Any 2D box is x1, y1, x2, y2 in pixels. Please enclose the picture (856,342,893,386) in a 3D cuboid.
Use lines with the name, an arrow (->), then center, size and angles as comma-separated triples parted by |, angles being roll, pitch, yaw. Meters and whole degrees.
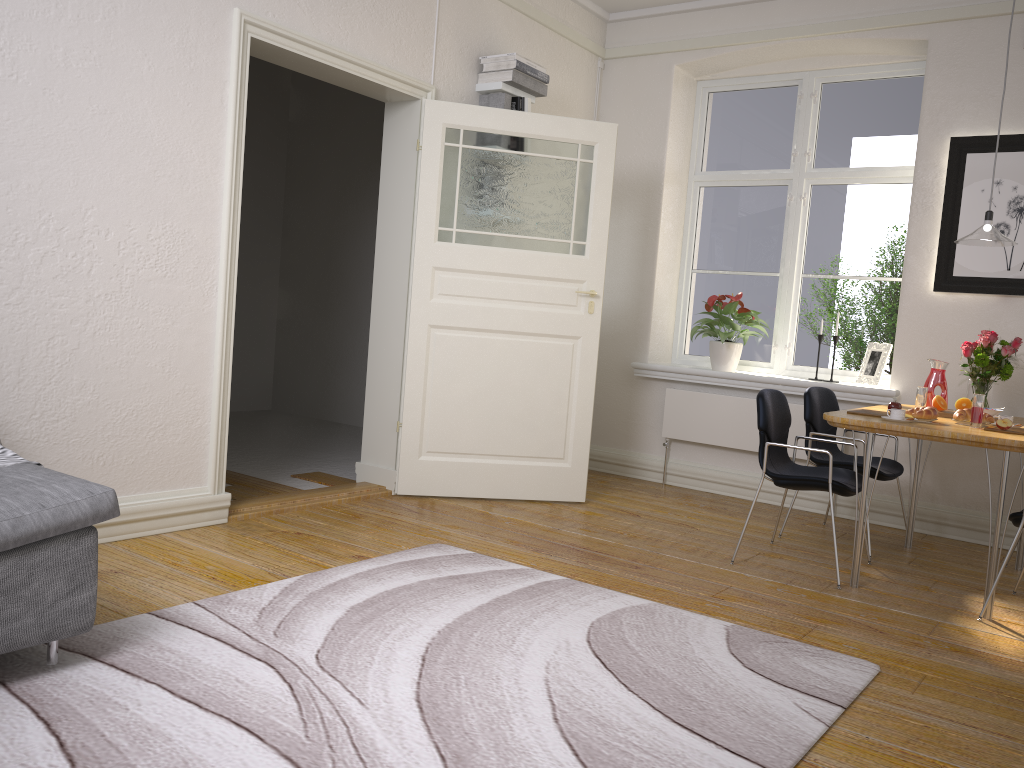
picture -> 2.247, -0.123, 5.468 | 0.115, 0.270, 0.213 | 3, 4, -17

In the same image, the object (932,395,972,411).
object -> 2.113, 0.097, 4.258 | 0.195, 0.074, 0.071 | 4, 4, -6

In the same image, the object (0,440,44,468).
object -> -1.716, 0.315, 2.562 | 0.620, 0.866, 0.884 | 5, 4, 1

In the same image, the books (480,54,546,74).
books -> 0.007, -1.864, 5.203 | 0.254, 0.030, 0.310 | 8, 5, 35

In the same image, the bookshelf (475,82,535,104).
bookshelf -> -0.068, -1.315, 5.289 | 0.190, 0.860, 0.347 | 8, 5, 35

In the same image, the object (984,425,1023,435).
object -> 2.086, 0.194, 3.672 | 0.197, 0.010, 0.265 | 8, 5, 35

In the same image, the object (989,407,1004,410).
object -> 2.249, 0.119, 4.156 | 0.132, 0.027, 0.028 | 3, 4, -18

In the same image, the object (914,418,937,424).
object -> 1.744, 0.156, 3.749 | 0.139, 0.020, 0.030 | 4, 4, -8

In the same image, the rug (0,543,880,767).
rug -> -0.656, 0.846, 1.930 | 1.915, 0.008, 3.776 | 8, 5, 35

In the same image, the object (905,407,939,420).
object -> 1.764, 0.127, 3.834 | 0.151, 0.068, 0.163 | 3, 4, -16

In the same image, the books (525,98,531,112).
books -> -0.001, -1.532, 5.275 | 0.254, 0.309, 0.072 | 8, 5, 35

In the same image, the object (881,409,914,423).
object -> 1.626, 0.132, 3.734 | 0.131, 0.049, 0.129 | 4, 4, -7

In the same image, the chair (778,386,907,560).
chair -> 1.810, 0.439, 4.722 | 0.513, 0.803, 0.590 | 8, 6, 42

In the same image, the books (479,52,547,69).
books -> 0.009, -1.887, 5.221 | 0.260, 0.015, 0.320 | 8, 5, 35

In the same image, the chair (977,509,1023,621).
chair -> 2.262, 0.567, 3.537 | 0.513, 0.803, 0.590 | 8, 6, 41

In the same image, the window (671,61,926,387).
window -> 3.212, -0.888, 8.235 | 1.973, 2.474, 5.440 | 7, 5, 34

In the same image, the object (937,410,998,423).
object -> 2.152, 0.152, 4.213 | 0.342, 0.023, 0.229 | 8, 5, 35

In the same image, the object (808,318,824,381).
object -> 1.935, -0.221, 5.578 | 0.096, 0.396, 0.093 | 2, 5, -32

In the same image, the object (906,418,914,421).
object -> 1.660, 0.151, 3.704 | 0.038, 0.020, 0.060 | 7, 5, 32

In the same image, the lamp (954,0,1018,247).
lamp -> 2.235, -1.541, 3.979 | 0.261, 1.808, 0.267 | 6, 4, 18

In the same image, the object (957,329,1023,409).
object -> 2.410, -0.057, 4.437 | 0.322, 0.447, 0.280 | 7, 5, 27

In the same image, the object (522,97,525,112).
object -> -0.032, -1.535, 5.271 | 0.253, 0.311, 0.050 | 8, 5, 35

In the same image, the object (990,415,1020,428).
object -> 2.163, 0.165, 3.883 | 0.131, 0.049, 0.129 | 4, 4, -6

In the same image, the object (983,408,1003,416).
object -> 2.212, 0.134, 4.122 | 0.130, 0.038, 0.126 | 2, 5, -30

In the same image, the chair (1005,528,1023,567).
chair -> 2.704, 0.560, 4.107 | 0.520, 0.803, 0.582 | 5, 4, 9

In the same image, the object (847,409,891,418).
object -> 1.643, 0.134, 3.982 | 0.197, 0.010, 0.265 | 8, 5, 35

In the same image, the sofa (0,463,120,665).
sofa -> -2.407, 0.373, 1.461 | 1.082, 0.772, 3.114 | 8, 5, 35

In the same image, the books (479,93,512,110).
books -> -0.108, -1.534, 5.190 | 0.187, 0.307, 0.066 | 8, 5, 35

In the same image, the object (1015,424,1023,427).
object -> 2.204, 0.184, 3.864 | 0.038, 0.020, 0.060 | 6, 5, 17

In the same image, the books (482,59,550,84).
books -> 0.025, -1.822, 5.202 | 0.245, 0.049, 0.338 | 8, 5, 35

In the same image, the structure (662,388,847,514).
structure -> 1.502, 0.509, 5.657 | 1.178, 0.845, 0.097 | 8, 5, 35

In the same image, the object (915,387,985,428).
object -> 1.896, 0.098, 3.850 | 0.048, 0.141, 0.326 | 2, 5, -26

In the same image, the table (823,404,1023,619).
table -> 2.047, 0.536, 4.120 | 0.896, 0.745, 1.527 | 8, 5, 35

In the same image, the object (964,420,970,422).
object -> 1.990, 0.163, 3.827 | 0.070, 0.036, 0.109 | 4, 4, -3

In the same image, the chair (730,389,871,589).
chair -> 1.391, 0.448, 4.146 | 0.514, 0.803, 0.589 | 7, 5, 34

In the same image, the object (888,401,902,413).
object -> 1.736, 0.104, 4.017 | 0.059, 0.062, 0.061 | 8, 5, 38

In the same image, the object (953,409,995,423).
object -> 2.011, 0.140, 3.875 | 0.161, 0.059, 0.126 | 5, 4, 3

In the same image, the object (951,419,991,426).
object -> 1.999, 0.170, 3.861 | 0.157, 0.016, 0.163 | 8, 6, 38

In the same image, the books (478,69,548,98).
books -> 0.004, -1.770, 5.245 | 0.254, 0.065, 0.358 | 8, 5, 35

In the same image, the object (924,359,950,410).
object -> 2.192, 0.006, 4.578 | 0.117, 0.267, 0.093 | 3, 4, -17

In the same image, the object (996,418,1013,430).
object -> 2.005, 0.163, 3.611 | 0.061, 0.048, 0.054 | 5, 4, -1

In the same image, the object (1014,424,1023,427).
object -> 2.274, 0.186, 3.928 | 0.140, 0.020, 0.030 | 3, 5, -23

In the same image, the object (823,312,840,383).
object -> 2.002, -0.235, 5.492 | 0.096, 0.448, 0.093 | 2, 5, -32

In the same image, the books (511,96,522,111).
books -> -0.057, -1.536, 5.263 | 0.267, 0.310, 0.064 | 8, 5, 35

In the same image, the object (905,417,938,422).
object -> 1.760, 0.152, 3.840 | 0.157, 0.016, 0.163 | 9, 6, 43

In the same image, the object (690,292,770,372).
object -> 1.425, -0.343, 5.815 | 0.531, 0.520, 0.538 | 8, 5, 39
